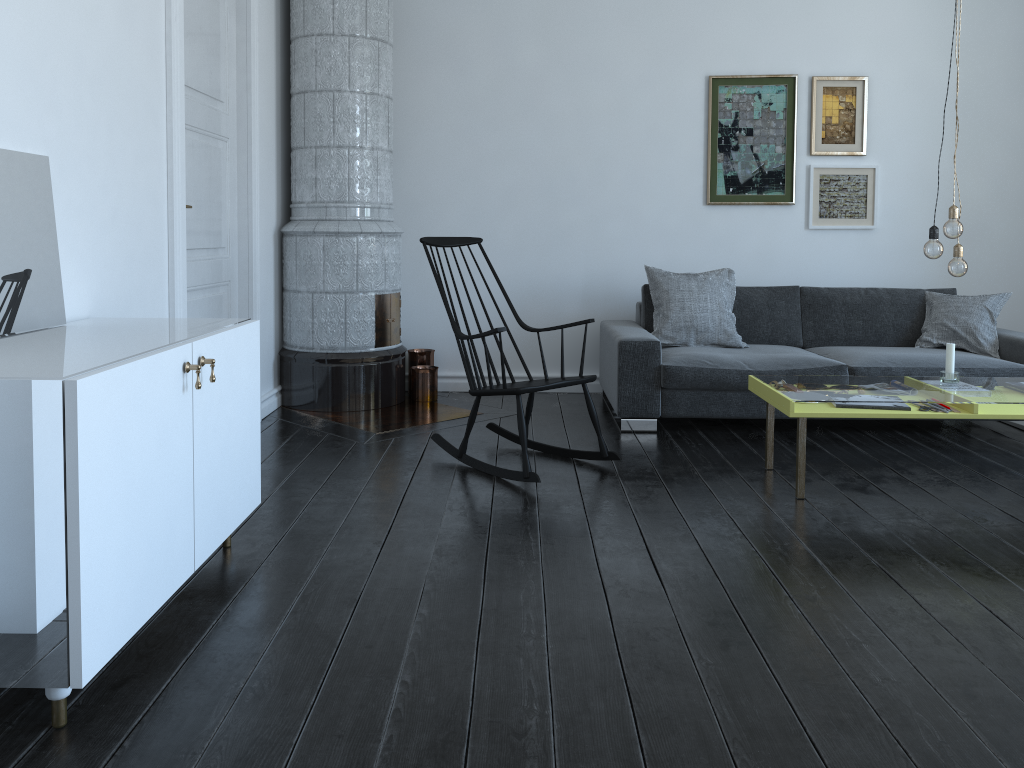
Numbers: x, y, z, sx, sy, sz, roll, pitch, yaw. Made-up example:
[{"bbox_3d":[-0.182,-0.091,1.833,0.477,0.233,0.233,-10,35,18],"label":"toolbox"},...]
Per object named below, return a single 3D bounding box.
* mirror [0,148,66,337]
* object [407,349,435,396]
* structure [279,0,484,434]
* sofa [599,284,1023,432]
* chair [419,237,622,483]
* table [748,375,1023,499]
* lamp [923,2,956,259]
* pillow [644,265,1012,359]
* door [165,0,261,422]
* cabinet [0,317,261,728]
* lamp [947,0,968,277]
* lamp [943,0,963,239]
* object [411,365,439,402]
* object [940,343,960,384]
[{"bbox_3d":[-1.368,-0.370,2.289,0.054,0.498,0.704,0,7,0],"label":"mirror"},{"bbox_3d":[-0.574,-0.073,5.569,0.173,0.279,0.177,0,5,0],"label":"object"},{"bbox_3d":[-0.847,-1.305,5.124,0.780,2.870,1.275,-3,5,-44],"label":"structure"},{"bbox_3d":[1.731,-0.182,5.007,2.372,0.718,1.097,0,8,0],"label":"sofa"},{"bbox_3d":[-0.019,-0.157,3.962,0.615,0.998,0.911,-4,8,-44],"label":"chair"},{"bbox_3d":[1.749,0.215,3.623,1.400,0.396,0.607,0,8,0],"label":"table"},{"bbox_3d":[1.704,-1.243,3.502,0.074,1.487,0.087,-2,4,-38],"label":"lamp"},{"bbox_3d":[1.800,-0.435,5.101,2.054,0.489,0.483,1,6,5],"label":"pillow"},{"bbox_3d":[-1.406,-0.928,4.110,0.116,2.457,1.179,0,4,0],"label":"door"},{"bbox_3d":[-1.089,0.249,2.319,0.590,0.728,1.215,0,8,0],"label":"cabinet"},{"bbox_3d":[1.804,-1.173,3.518,0.074,1.487,0.089,2,3,24],"label":"lamp"},{"bbox_3d":[1.769,-1.323,3.486,0.074,1.487,0.074,-2,4,-43],"label":"lamp"},{"bbox_3d":[-0.535,-0.001,5.392,0.174,0.198,0.173,-1,6,-10],"label":"object"},{"bbox_3d":[1.866,-0.091,3.750,0.075,0.172,0.075,3,5,35],"label":"object"}]
